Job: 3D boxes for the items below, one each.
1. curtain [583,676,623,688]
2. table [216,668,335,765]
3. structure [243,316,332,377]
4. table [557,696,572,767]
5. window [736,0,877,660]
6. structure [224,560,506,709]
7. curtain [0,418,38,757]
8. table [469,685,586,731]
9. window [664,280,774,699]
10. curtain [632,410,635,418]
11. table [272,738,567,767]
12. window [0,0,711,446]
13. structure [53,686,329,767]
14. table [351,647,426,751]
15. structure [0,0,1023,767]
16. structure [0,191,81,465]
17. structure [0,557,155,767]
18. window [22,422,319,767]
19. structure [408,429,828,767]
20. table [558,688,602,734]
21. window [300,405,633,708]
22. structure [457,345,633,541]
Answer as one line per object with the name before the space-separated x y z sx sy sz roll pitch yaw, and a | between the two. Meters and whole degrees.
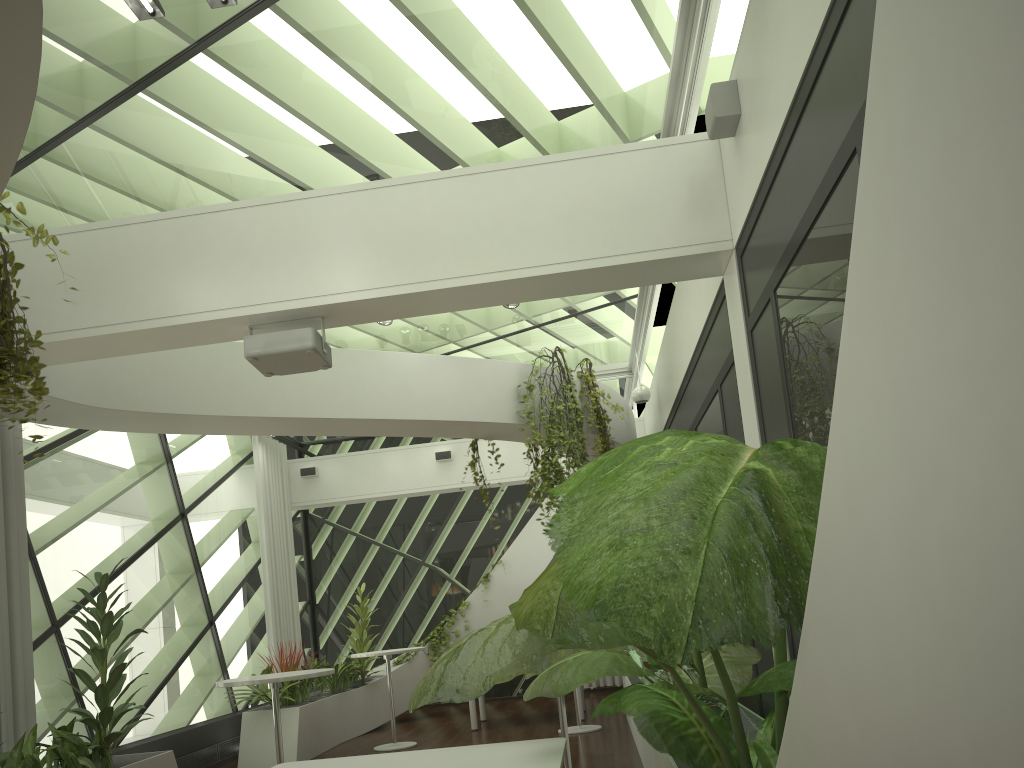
curtain | 1.537 2.762 14.030 1.232 4.015 0.162 -6 -6 4
table | -1.700 2.701 6.460 0.871 1.076 0.861 -14 -12 39
structure | -1.349 -0.231 5.295 0.463 0.271 0.397 -7 -12 4
table | 0.387 2.439 6.285 0.871 1.076 0.861 -14 -12 39
window | 1.107 -0.063 1.198 0.050 3.170 7.271 -6 -13 4
structure | -2.137 3.272 11.517 2.067 1.637 4.811 -14 -16 34
curtain | -3.783 1.239 6.149 0.160 4.015 1.063 -6 -6 3
table | 0.202 3.935 11.174 1.502 0.705 1.094 -7 -12 4
window | 1.807 1.829 8.659 0.050 3.170 7.362 -6 -13 4
curtain | 1.981 2.495 13.191 0.160 4.015 1.017 -6 -6 2
table | -0.478 2.100 3.939 1.502 0.705 1.094 -7 -12 4
window | -1.599 -1.408 6.432 5.695 0.054 17.142 -7 -15 4
structure | -3.738 3.331 6.910 0.259 0.492 15.516 -6 -15 4
table | -1.366 3.602 10.013 0.871 1.076 0.861 -14 -12 39
structure | -1.814 0.286 1.516 5.939 4.131 24.916 -8 -15 9
structure | -2.529 -0.427 3.514 1.443 2.266 4.753 -1 -14 -32
structure | -3.061 1.702 4.810 0.855 1.564 3.410 -6 -13 3
window | -4.170 1.176 6.435 0.084 4.535 17.175 -6 -14 4
structure | 0.568 1.869 5.727 1.784 1.678 9.126 -7 -14 3
table | 0.721 3.340 9.837 0.871 1.076 0.861 -14 -12 39
window | -0.564 2.918 14.456 5.746 4.562 0.039 -7 -6 5
structure | 0.300 0.722 8.718 1.632 2.034 1.471 0 -10 -31
